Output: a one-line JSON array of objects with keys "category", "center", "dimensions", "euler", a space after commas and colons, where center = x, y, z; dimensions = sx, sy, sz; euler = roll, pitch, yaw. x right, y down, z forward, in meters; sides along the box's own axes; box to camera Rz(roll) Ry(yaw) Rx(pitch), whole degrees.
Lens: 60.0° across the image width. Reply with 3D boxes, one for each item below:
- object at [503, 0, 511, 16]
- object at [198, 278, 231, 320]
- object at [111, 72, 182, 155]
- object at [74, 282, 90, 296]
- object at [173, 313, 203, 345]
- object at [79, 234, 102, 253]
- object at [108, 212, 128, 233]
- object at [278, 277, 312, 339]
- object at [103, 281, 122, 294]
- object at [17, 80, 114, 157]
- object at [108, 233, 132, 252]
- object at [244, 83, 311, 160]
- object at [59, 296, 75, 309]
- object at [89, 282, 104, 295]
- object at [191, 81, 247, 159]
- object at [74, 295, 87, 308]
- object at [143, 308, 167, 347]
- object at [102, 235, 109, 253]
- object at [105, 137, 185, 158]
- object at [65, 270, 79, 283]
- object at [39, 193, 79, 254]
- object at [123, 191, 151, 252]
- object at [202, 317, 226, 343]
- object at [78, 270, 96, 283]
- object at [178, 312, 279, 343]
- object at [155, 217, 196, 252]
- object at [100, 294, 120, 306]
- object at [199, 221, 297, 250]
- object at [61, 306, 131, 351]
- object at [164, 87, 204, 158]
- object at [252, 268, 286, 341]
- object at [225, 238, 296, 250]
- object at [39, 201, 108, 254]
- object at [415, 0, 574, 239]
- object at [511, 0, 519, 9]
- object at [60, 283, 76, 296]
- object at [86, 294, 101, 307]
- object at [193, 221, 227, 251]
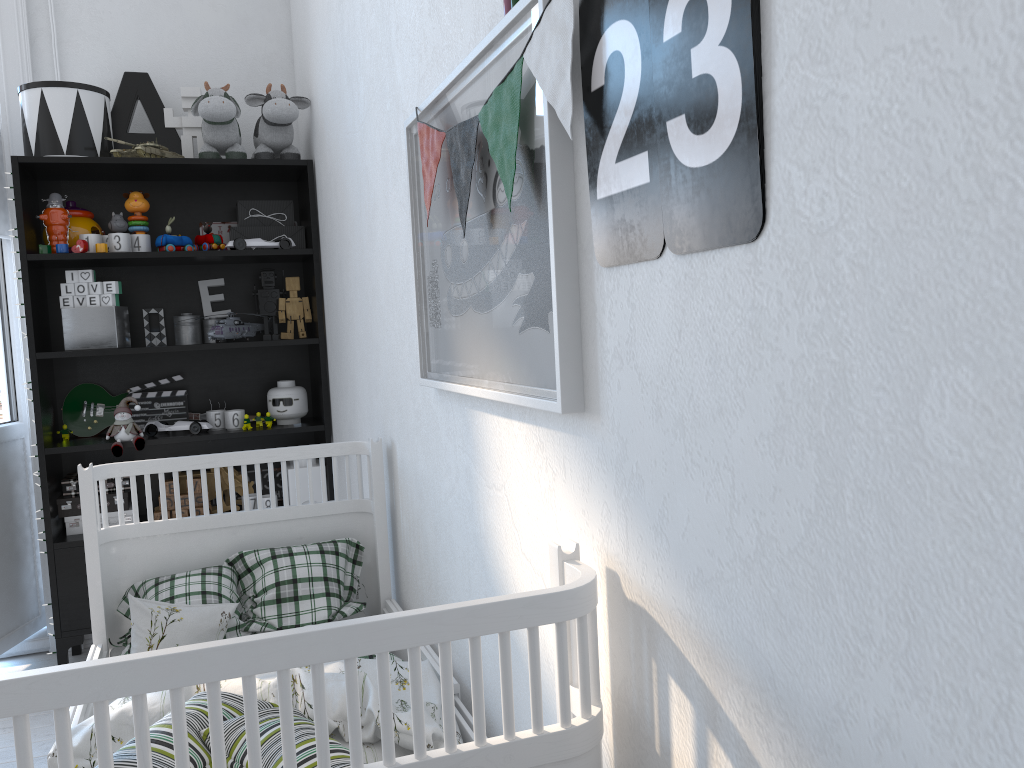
[{"category": "object", "center": [0.001, -0.494, 1.123], "dimensions": [0.025, 0.064, 0.025], "euler": [-5, 5, -24]}, {"category": "object", "center": [-1.079, -0.308, 3.221], "dimensions": [0.107, 0.151, 0.055], "euler": [-4, 5, -19]}, {"category": "object", "center": [-1.298, -0.909, 3.105], "dimensions": [0.343, 0.344, 0.057], "euler": [-4, 5, -19]}, {"category": "object", "center": [-1.385, -0.307, 2.869], "dimensions": [0.040, 0.040, 0.040], "euler": [-3, 4, 1]}, {"category": "object", "center": [-1.154, -0.196, 3.155], "dimensions": [0.095, 0.111, 0.095], "euler": [-4, 4, -15]}, {"category": "object", "center": [-1.369, -0.451, 2.885], "dimensions": [0.067, 0.067, 0.067], "euler": [-4, 4, -18]}, {"category": "object", "center": [-1.349, -0.510, 3.045], "dimensions": [0.063, 0.160, 0.063], "euler": [-7, 6, -41]}, {"category": "object", "center": [-0.774, -0.269, 3.150], "dimensions": [0.114, 0.221, 0.052], "euler": [-4, 5, -20]}, {"category": "object", "center": [-1.295, -0.312, 2.876], "dimensions": [0.040, 0.040, 0.040], "euler": [-2, 4, 6]}, {"category": "object", "center": [-1.451, -0.850, 2.975], "dimensions": [0.272, 0.259, 0.394], "euler": [-2, 4, 9]}, {"category": "object", "center": [-1.282, -0.457, 2.900], "dimensions": [0.067, 0.067, 0.067], "euler": [-4, 4, -18]}, {"category": "object", "center": [-0.845, -0.880, 3.064], "dimensions": [0.211, 0.253, 0.386], "euler": [-6, 5, -36]}, {"category": "object", "center": [-1.434, -0.264, 2.868], "dimensions": [0.040, 0.040, 0.040], "euler": [-3, 4, -4]}, {"category": "object", "center": [-1.340, -0.309, 2.873], "dimensions": [0.040, 0.040, 0.040], "euler": [-2, 4, 11]}, {"category": "object", "center": [-0.987, -0.869, 3.010], "dimensions": [0.154, 0.253, 0.370], "euler": [-4, 4, -11]}, {"category": "object", "center": [-1.396, -0.266, 2.879], "dimensions": [0.040, 0.040, 0.040], "euler": [-4, 4, -14]}, {"category": "object", "center": [-1.269, -0.201, 3.150], "dimensions": [0.070, 0.135, 0.028], "euler": [-4, 5, -20]}, {"category": "object", "center": [-1.333, -0.457, 2.944], "dimensions": [0.067, 0.067, 0.067], "euler": [1, 6, 45]}, {"category": "object", "center": [-1.229, -0.779, 2.943], "dimensions": [0.121, 0.100, 0.338], "euler": [-2, 4, 16]}, {"category": "object", "center": [-1.415, -0.345, 2.864], "dimensions": [0.040, 0.040, 0.040], "euler": [-4, 4, -14]}, {"category": "object", "center": [-1.455, -0.513, 2.851], "dimensions": [0.105, 0.203, 0.072], "euler": [-4, 4, -12]}, {"category": "object", "center": [-1.242, -0.536, 2.950], "dimensions": [0.077, 0.213, 0.077], "euler": [-2, 4, 14]}, {"category": "object", "center": [-1.033, -0.190, 3.109], "dimensions": [0.078, 0.091, 0.246], "euler": [-5, 4, -25]}, {"category": "object", "center": [-1.373, -0.348, 2.867], "dimensions": [0.040, 0.040, 0.040], "euler": [-4, 4, -9]}, {"category": "object", "center": [-0.973, -0.198, 3.096], "dimensions": [0.367, 0.106, 0.349], "euler": [-4, 4, -18]}, {"category": "object", "center": [-1.137, -0.499, 2.990], "dimensions": [0.121, 0.126, 0.087], "euler": [-7, 6, -42]}, {"category": "object", "center": [-1.305, -0.271, 2.878], "dimensions": [0.040, 0.040, 0.040], "euler": [-2, 4, 11]}, {"category": "object", "center": [-0.961, -0.532, 3.260], "dimensions": [0.347, 0.132, 0.037], "euler": [-4, 5, -19]}, {"category": "object", "center": [-1.365, -0.182, 2.916], "dimensions": [0.170, 0.138, 0.124], "euler": [-3, 4, -4]}, {"category": "object", "center": [-1.123, -0.893, 3.136], "dimensions": [0.190, 0.291, 0.065], "euler": [-4, 4, -14]}, {"category": "object", "center": [-0.867, -0.286, 3.182], "dimensions": [0.117, 0.259, 0.081], "euler": [-4, 5, -19]}, {"category": "object", "center": [-0.862, -0.478, 3.038], "dimensions": [0.230, 0.048, 0.098], "euler": [-5, 5, -29]}, {"category": "object", "center": [-1.447, -0.515, 2.929], "dimensions": [0.197, 0.197, 0.318], "euler": [-5, 4, -23]}, {"category": "object", "center": [-0.017, -0.416, 1.175], "dimensions": [0.058, 0.415, 0.904], "euler": [-4, 4, -20]}, {"category": "object", "center": [0.010, -0.493, 1.096], "dimensions": [0.025, 0.064, 0.025], "euler": [-5, 5, -21]}, {"category": "object", "center": [-1.430, -0.304, 2.866], "dimensions": [0.040, 0.040, 0.040], "euler": [-4, 4, -9]}, {"category": "object", "center": [-1.351, -0.268, 2.875], "dimensions": [0.040, 0.040, 0.040], "euler": [-3, 4, -4]}, {"category": "object", "center": [-1.048, -0.509, 3.065], "dimensions": [0.122, 0.112, 0.087], "euler": [1, 6, 41]}]
